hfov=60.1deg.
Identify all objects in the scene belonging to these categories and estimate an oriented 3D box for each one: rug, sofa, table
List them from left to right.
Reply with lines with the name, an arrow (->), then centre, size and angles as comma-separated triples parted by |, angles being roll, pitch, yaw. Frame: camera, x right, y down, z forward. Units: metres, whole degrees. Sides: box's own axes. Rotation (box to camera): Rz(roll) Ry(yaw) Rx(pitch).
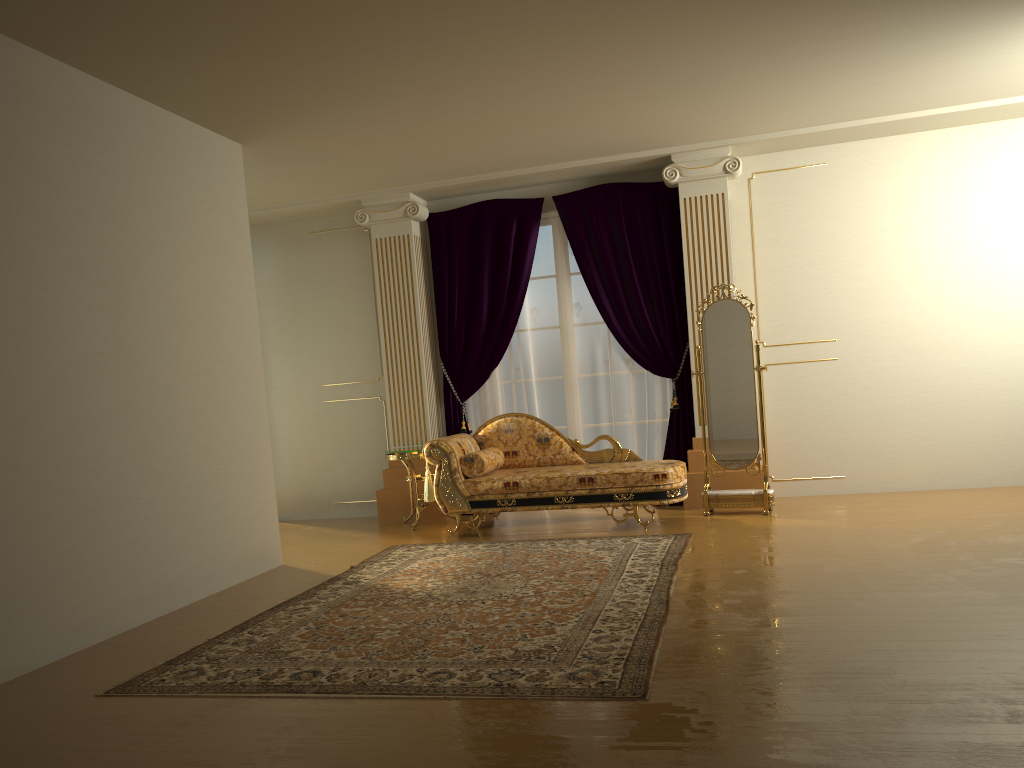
table -> -0.734, 0.842, 7.239 | 0.569, 0.645, 0.571 | -6, 2, -31
rug -> -0.205, 1.086, 4.616 | 2.119, 0.017, 3.068 | -5, 0, 14
sofa -> 0.326, 0.632, 6.543 | 1.895, 0.874, 0.690 | -5, 2, 14

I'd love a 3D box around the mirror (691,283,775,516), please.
mirror -> 1.605, 0.110, 6.488 | 0.542, 1.706, 0.242 | -3, 4, 24

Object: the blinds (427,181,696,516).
blinds -> 0.424, -0.259, 7.438 | 2.238, 2.662, 0.337 | -4, 3, 15
